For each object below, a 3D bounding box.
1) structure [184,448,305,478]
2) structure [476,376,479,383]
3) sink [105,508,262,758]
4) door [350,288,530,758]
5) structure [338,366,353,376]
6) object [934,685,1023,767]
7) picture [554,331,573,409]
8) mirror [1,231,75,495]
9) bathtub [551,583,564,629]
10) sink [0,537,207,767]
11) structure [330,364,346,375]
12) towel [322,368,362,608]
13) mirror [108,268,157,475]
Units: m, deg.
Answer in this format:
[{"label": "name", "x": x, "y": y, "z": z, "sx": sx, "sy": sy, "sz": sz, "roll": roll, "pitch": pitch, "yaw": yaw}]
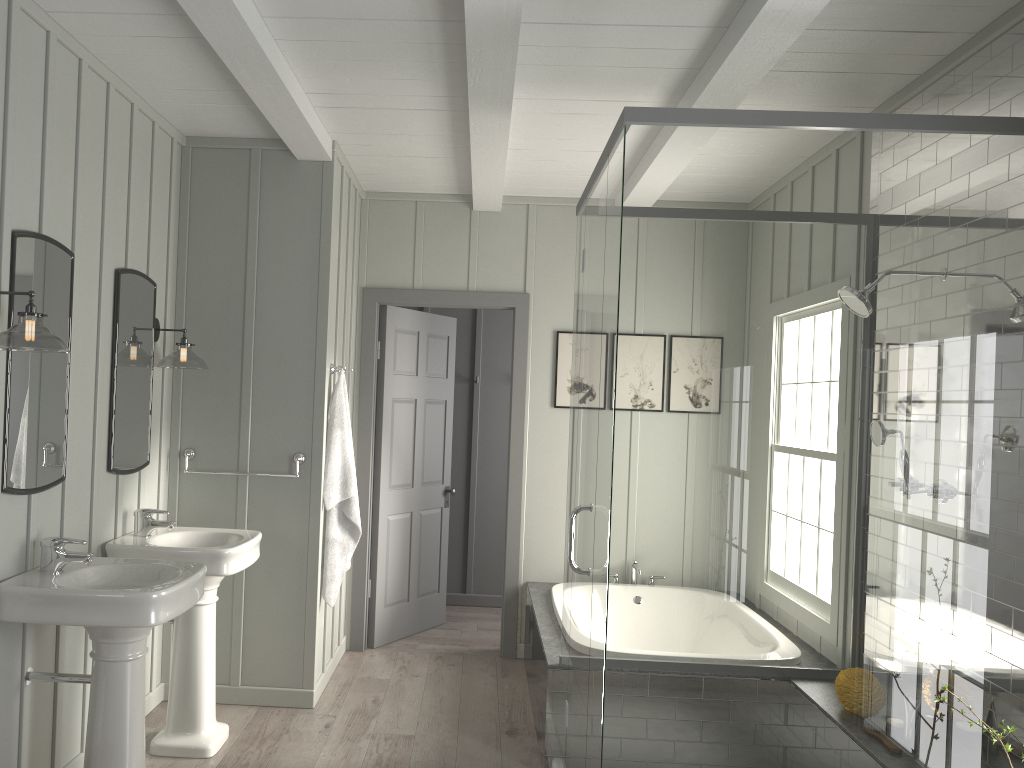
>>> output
[{"label": "structure", "x": -1.318, "y": 0.388, "z": 4.326, "sx": 0.604, "sy": 0.123, "sz": 0.054, "roll": 2, "pitch": 0, "yaw": 2}, {"label": "structure", "x": -0.260, "y": -0.030, "z": 6.635, "sx": 0.019, "sy": 0.051, "sz": 0.135, "roll": 2, "pitch": -1, "yaw": -2}, {"label": "sink", "x": -1.412, "y": 1.054, "z": 3.828, "sx": 0.568, "sy": 1.013, "sz": 0.568, "roll": 2, "pitch": 0, "yaw": 0}, {"label": "door", "x": -0.659, "y": 0.459, "z": 2.236, "sx": 4.266, "sy": 2.196, "sz": 7.770, "roll": 2, "pitch": -1, "yaw": -1}, {"label": "structure", "x": -0.896, "y": -0.070, "z": 4.762, "sx": 0.079, "sy": 0.056, "sz": 0.056, "roll": 2, "pitch": -1, "yaw": 1}, {"label": "object", "x": 1.130, "y": 1.063, "z": 2.171, "sx": 0.516, "sy": 1.117, "sz": 0.275, "roll": 2, "pitch": 0, "yaw": 0}, {"label": "picture", "x": 0.417, "y": -0.081, "z": 5.302, "sx": 0.314, "sy": 0.461, "sz": 0.012, "roll": 2, "pitch": 0, "yaw": 2}, {"label": "mirror", "x": -1.611, "y": -0.067, "z": 3.018, "sx": 0.015, "sy": 0.884, "sz": 0.424, "roll": 2, "pitch": 0, "yaw": -2}, {"label": "bathtub", "x": 0.743, "y": 1.269, "z": 4.492, "sx": 1.050, "sy": 0.490, "sz": 1.558, "roll": 2, "pitch": -1, "yaw": -1}, {"label": "sink", "x": -1.384, "y": 1.037, "z": 3.018, "sx": 0.568, "sy": 1.013, "sz": 0.568, "roll": 2, "pitch": 0, "yaw": 0}, {"label": "structure", "x": -0.887, "y": -0.075, "z": 4.509, "sx": 0.079, "sy": 0.056, "sz": 0.056, "roll": 2, "pitch": -1, "yaw": 1}, {"label": "towel", "x": -0.852, "y": 0.525, "z": 4.513, "sx": 0.162, "sy": 1.204, "sz": 0.317, "roll": 2, "pitch": 0, "yaw": 4}, {"label": "mirror", "x": -1.639, "y": -0.050, "z": 3.834, "sx": 0.015, "sy": 0.884, "sz": 0.424, "roll": 2, "pitch": 0, "yaw": -2}]
